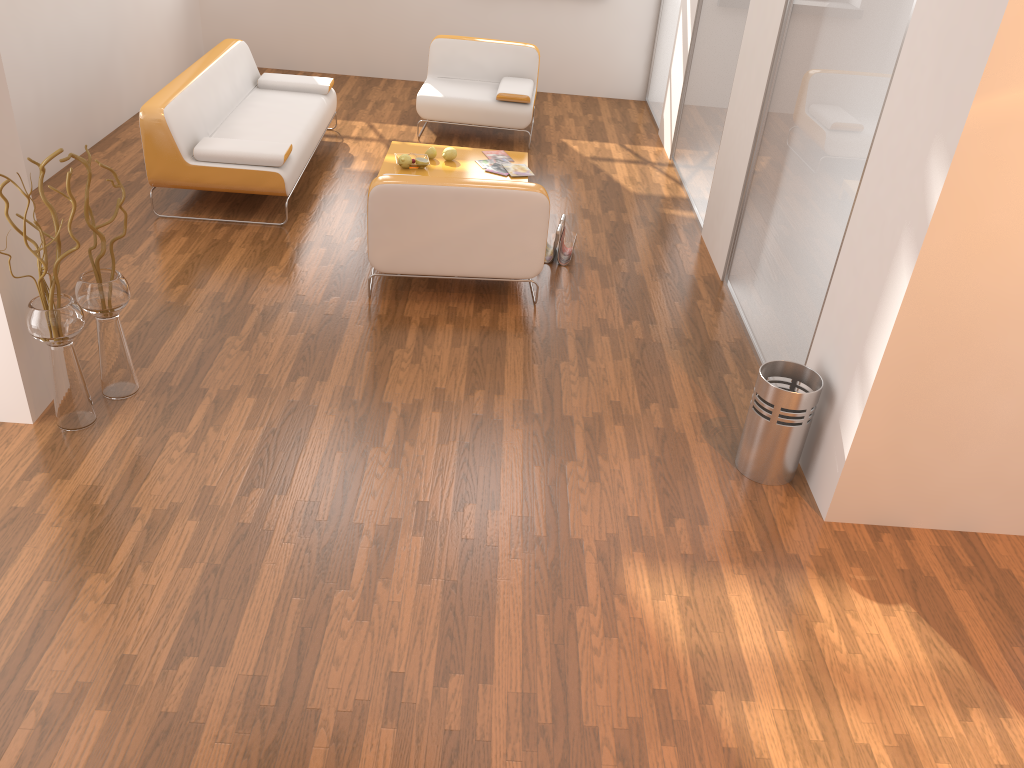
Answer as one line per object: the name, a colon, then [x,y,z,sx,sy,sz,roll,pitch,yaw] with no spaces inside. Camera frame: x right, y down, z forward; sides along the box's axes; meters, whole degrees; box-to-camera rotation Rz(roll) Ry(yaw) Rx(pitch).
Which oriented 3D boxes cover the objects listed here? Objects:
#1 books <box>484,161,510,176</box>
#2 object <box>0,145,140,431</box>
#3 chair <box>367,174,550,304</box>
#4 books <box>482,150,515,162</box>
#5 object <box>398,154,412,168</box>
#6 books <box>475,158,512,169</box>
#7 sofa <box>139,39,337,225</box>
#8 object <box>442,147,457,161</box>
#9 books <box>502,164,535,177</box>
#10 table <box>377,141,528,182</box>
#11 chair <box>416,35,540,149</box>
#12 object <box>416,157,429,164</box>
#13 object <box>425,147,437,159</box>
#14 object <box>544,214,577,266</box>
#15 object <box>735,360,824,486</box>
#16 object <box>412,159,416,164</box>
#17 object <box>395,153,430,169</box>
books: [-0.065,-1.502,6.173,0.171,0.004,0.249,17,34,17]
object: [-1.691,-0.328,3.322,0.284,1.112,0.655,16,34,16]
chair: [-0.308,-0.920,4.889,0.923,0.661,0.825,2,32,-6]
books: [-0.103,-1.643,6.399,0.171,0.004,0.249,-7,34,-18]
object: [-0.721,-1.510,6.000,0.102,0.095,0.101,-13,37,-27]
books: [-0.123,-1.554,6.255,0.249,0.004,0.171,-10,35,-23]
sofa: [-1.762,-1.801,6.061,0.825,0.661,2.010,4,32,-3]
object: [-0.437,-1.612,6.217,0.105,0.091,0.103,1,32,-7]
books: [0.042,-1.486,6.157,0.171,0.004,0.249,-5,34,-16]
table: [-0.393,-1.414,6.136,1.000,0.150,1.000,4,32,-2]
chair: [-0.265,-2.394,7.225,0.923,0.661,0.825,6,32,1]
object: [-0.613,-1.502,6.043,0.091,0.065,0.092,-19,40,-33]
object: [-0.567,-1.620,6.212,0.080,0.087,0.094,20,35,21]
object: [0.283,-0.869,5.318,0.189,0.217,0.281,9,32,6]
object: [1.078,0.159,3.598,0.248,0.450,0.248,31,40,34]
object: [-0.698,-1.536,6.091,0.134,0.037,0.061,8,32,4]
object: [-0.684,-1.518,6.071,0.227,0.048,0.227,-1,33,-11]
